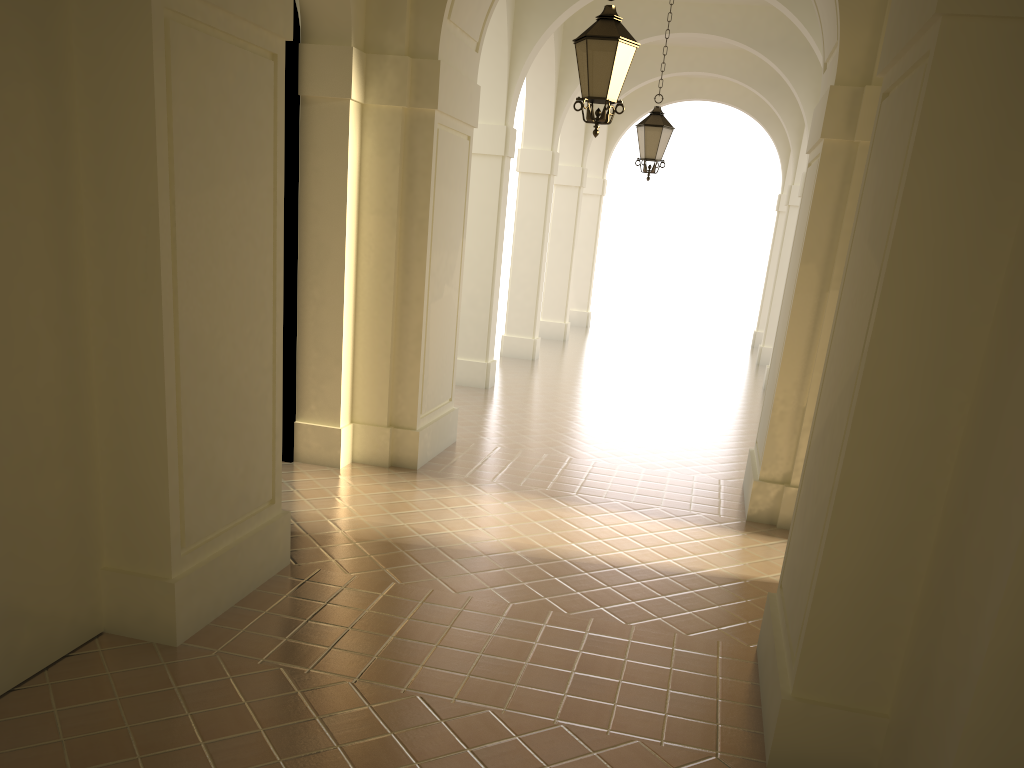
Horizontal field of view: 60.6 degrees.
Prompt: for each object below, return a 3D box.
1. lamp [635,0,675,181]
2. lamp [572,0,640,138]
[{"bbox_3d":[1.922,-4.278,10.872,0.508,3.467,0.424,9,18,11],"label":"lamp"},{"bbox_3d":[0.792,-3.528,6.183,0.442,3.467,0.487,0,19,-17],"label":"lamp"}]
